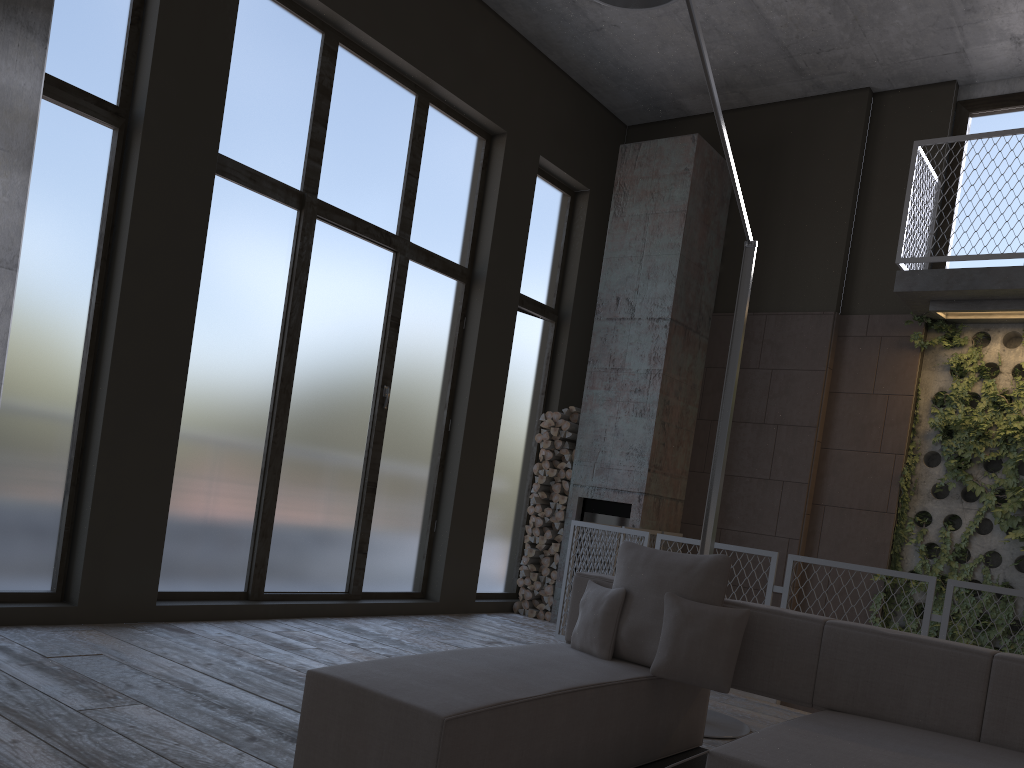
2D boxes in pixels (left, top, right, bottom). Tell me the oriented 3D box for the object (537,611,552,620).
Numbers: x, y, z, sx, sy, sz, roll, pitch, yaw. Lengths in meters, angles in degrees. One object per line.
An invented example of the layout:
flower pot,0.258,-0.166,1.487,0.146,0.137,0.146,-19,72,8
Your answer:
object,0.410,2.261,8.586,0.090,0.089,0.462,6,-7,37

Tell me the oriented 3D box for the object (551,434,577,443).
object,0.553,0.557,8.584,0.114,0.079,0.441,5,-8,37

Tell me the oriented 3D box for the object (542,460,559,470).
object,0.455,0.825,8.667,0.091,0.093,0.444,6,-7,37

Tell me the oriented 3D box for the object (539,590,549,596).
object,0.417,2.039,8.559,0.121,0.067,0.369,4,-8,38

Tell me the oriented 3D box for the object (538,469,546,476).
object,0.406,0.899,8.690,0.067,0.067,0.429,6,-7,37

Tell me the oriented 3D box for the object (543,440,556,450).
object,0.475,0.623,8.606,0.093,0.083,0.487,6,-7,37

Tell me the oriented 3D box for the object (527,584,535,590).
object,0.279,2.003,8.639,0.088,0.056,0.337,5,-8,37

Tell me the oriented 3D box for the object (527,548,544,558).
object,0.325,1.671,8.626,0.093,0.083,0.487,6,-7,37

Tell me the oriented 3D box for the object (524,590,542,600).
object,0.246,2.072,8.619,0.097,0.106,0.298,6,-6,38

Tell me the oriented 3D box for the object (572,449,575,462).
object,0.702,0.716,8.486,0.063,0.125,0.369,8,-5,36

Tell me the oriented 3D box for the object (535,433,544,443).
object,0.387,0.565,8.676,0.090,0.092,0.444,6,-7,37

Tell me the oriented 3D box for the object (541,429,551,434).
object,0.427,0.502,8.672,0.065,0.086,0.431,7,-7,35

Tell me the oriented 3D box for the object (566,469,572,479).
object,0.674,0.897,8.503,0.091,0.092,0.444,6,-7,37

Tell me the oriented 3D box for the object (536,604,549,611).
object,0.409,2.190,8.599,0.114,0.079,0.441,5,-8,37

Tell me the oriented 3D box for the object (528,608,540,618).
object,0.332,2.255,8.621,0.093,0.083,0.487,6,-7,37

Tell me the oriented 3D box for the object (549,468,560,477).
object,0.529,0.896,8.594,0.093,0.083,0.487,6,-7,37

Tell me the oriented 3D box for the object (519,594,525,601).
object,0.156,2.100,8.635,0.045,0.072,0.255,7,-6,37

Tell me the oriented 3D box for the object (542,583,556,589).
object,0.446,1.979,8.577,0.066,0.071,0.429,6,-7,37

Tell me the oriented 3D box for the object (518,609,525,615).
object,0.208,2.258,8.717,0.067,0.067,0.429,6,-7,37

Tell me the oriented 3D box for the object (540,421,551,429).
object,0.434,0.432,8.688,0.121,0.068,0.369,4,-8,38

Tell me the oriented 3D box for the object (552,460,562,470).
object,0.534,0.817,8.641,0.100,0.086,0.368,5,-7,37

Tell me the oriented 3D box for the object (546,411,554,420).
object,0.491,0.351,8.655,0.090,0.090,0.462,6,-7,36

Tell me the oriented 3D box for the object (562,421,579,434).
object,0.640,0.439,8.503,0.092,0.092,0.444,6,-7,37

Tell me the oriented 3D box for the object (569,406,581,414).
object,0.676,0.273,8.547,0.087,0.055,0.337,5,-8,37

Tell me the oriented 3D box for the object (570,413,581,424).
object,0.685,0.355,8.571,0.098,0.107,0.298,6,-6,38

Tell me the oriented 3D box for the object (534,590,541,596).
object,0.337,2.049,8.624,0.064,0.074,0.365,6,-7,36

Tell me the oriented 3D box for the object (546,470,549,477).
object,0.469,0.904,8.641,0.066,0.067,0.429,6,-7,37

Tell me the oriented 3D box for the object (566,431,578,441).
object,0.665,0.520,8.485,0.066,0.067,0.429,6,-7,37

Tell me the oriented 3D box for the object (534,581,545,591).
object,0.372,1.980,8.596,0.090,0.089,0.462,6,-7,36

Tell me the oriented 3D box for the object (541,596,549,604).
object,0.412,2.127,8.659,0.103,0.102,0.296,6,-7,37

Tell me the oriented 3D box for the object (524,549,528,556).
object,0.265,1.679,8.673,0.066,0.067,0.429,6,-7,37

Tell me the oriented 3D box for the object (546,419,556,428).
object,0.491,0.418,8.598,0.112,0.079,0.442,5,-8,37

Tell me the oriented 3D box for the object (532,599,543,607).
object,0.337,2.176,8.669,0.100,0.086,0.368,5,-7,37

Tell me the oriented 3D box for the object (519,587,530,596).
object,0.199,2.067,8.712,0.100,0.102,0.297,6,-7,39

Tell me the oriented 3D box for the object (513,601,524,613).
object,0.140,2.221,8.727,0.063,0.125,0.369,8,-5,36

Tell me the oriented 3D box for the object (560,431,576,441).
object,0.601,0.518,8.534,0.067,0.066,0.429,6,-7,37

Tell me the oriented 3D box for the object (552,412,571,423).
object,0.512,0.345,8.533,0.103,0.102,0.296,6,-7,37

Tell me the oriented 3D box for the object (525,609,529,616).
object,0.272,2.263,8.669,0.066,0.067,0.429,6,-7,37

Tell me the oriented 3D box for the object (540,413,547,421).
object,0.422,0.358,8.670,0.067,0.068,0.429,6,-7,37

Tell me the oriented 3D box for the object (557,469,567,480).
object,0.607,0.902,8.559,0.090,0.089,0.462,6,-7,37

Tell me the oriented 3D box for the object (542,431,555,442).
object,0.457,0.543,8.619,0.090,0.089,0.462,6,-7,37

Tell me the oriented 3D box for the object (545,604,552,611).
object,0.462,2.165,8.537,0.071,0.072,0.429,6,-7,37

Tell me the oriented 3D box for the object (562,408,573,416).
object,0.607,0.303,8.564,0.064,0.073,0.364,6,-7,36

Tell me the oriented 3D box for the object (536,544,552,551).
object,0.402,1.606,8.603,0.114,0.079,0.441,5,-8,37

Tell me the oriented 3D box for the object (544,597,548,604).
object,0.442,2.108,8.549,0.066,0.084,0.431,7,-7,35

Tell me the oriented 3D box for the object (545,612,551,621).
object,0.477,2.256,8.530,0.091,0.092,0.444,6,-7,37

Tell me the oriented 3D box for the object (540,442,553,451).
object,0.416,0.630,8.653,0.066,0.067,0.429,6,-7,37

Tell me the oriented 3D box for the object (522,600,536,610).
object,0.258,2.184,8.695,0.091,0.093,0.444,6,-7,37
